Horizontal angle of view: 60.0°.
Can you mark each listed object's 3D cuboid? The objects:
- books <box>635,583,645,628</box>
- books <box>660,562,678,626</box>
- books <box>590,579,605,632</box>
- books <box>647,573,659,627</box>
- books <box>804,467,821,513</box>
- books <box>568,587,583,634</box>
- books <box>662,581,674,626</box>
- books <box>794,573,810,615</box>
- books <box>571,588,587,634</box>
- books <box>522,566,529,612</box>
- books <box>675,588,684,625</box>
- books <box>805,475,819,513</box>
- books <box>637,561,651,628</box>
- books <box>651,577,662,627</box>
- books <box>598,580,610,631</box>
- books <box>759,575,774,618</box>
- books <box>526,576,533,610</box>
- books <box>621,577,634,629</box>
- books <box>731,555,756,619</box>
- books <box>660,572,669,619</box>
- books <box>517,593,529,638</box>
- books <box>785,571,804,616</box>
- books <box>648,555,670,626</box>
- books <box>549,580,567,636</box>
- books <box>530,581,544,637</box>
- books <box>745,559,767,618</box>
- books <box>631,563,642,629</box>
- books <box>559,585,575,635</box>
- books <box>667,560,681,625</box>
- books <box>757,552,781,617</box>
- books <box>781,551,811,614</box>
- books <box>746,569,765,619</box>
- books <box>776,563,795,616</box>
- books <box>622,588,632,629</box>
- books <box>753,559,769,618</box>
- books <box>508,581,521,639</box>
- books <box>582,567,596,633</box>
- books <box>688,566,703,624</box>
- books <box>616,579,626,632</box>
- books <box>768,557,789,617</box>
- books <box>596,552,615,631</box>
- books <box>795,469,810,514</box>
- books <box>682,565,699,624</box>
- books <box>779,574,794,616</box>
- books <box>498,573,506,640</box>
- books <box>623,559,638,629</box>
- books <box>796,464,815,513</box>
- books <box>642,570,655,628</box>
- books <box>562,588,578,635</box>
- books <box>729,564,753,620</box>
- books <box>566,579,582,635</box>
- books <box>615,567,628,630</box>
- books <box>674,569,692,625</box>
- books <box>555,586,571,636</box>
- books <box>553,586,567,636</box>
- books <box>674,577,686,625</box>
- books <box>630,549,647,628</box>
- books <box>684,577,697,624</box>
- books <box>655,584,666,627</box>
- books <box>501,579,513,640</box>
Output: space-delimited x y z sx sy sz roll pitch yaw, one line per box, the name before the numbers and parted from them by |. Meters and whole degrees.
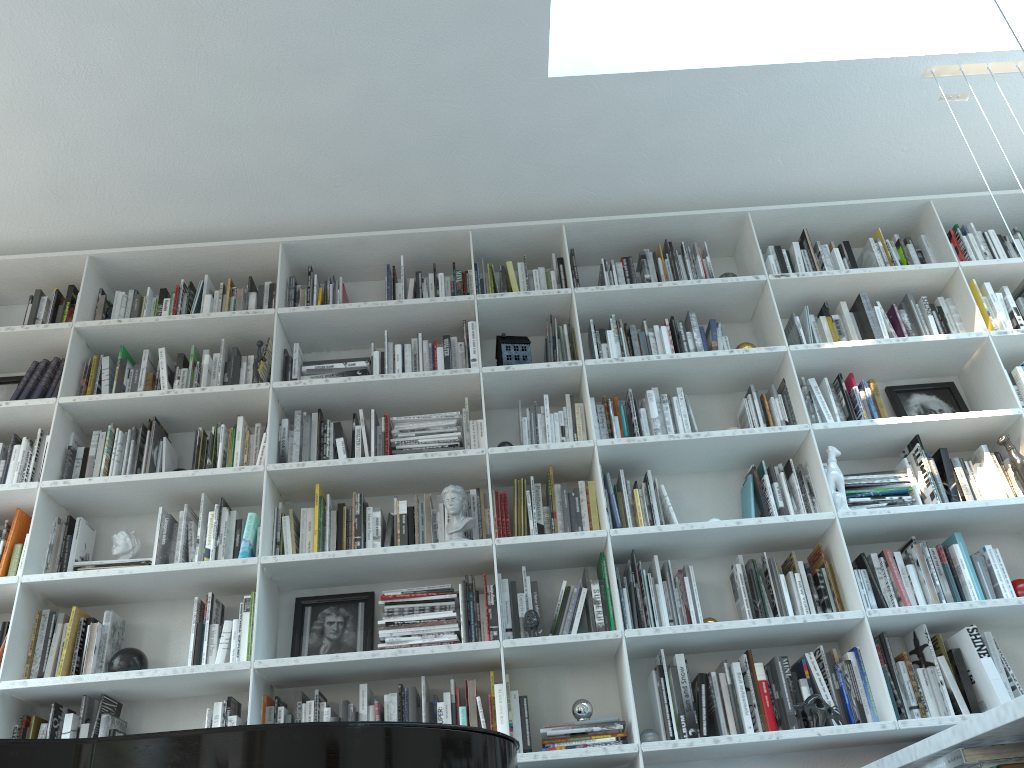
books | 0.467 0.859 3.270 0.013 0.203 0.154 -4 -31 -2
books | 0.578 0.818 3.281 0.012 0.265 0.184 -4 -31 -2
books | 0.310 0.852 3.252 0.029 0.222 0.172 -4 -31 -2
books | 0.509 0.835 3.258 0.011 0.225 0.189 -4 -31 -2
books | 1.173 0.469 3.484 0.010 0.244 0.159 -4 -31 -2
books | 0.225 0.878 3.269 0.090 0.214 0.140 -4 -31 -2
books | 0.568 0.853 3.274 0.013 0.202 0.168 -4 -31 -2
books | 1.049 0.817 3.273 0.019 0.182 0.191 -4 -31 -2
books | 0.239 0.876 3.257 0.091 0.204 0.170 -4 -31 -2
books | 0.056 0.843 3.277 0.013 0.305 0.142 -4 -31 -2
books | 0.611 0.861 3.272 0.013 0.178 0.141 -4 -31 -2
books | 1.158 0.489 3.483 0.023 0.211 0.165 -4 -31 -2
books | 0.486 0.816 3.279 0.005 0.282 0.160 -4 -31 -2
books | 0.521 0.844 3.267 0.013 0.217 0.161 -4 -31 -2
books | 0.335 0.855 3.263 0.021 0.225 0.149 -4 -31 -2
books | 0.935 0.832 3.305 0.031 0.207 0.123 -4 -31 -2
books | 0.070 0.864 3.276 0.012 0.264 0.158 -4 -31 -2
books | 0.429 0.851 3.285 0.011 0.238 0.137 -4 -31 -2
books | 0.870 0.800 3.319 0.016 0.288 0.132 -4 -31 -2
books | 0.557 0.836 3.287 0.007 0.245 0.154 -4 -31 -2
books | 0.040 0.885 3.234 0.027 0.191 0.183 -4 -31 -2
books | 1.032 0.816 3.280 0.015 0.194 0.176 -4 -31 -2
books | 0.544 0.805 3.283 0.014 0.295 0.176 -4 -31 -2
books | 0.161 0.862 3.246 0.095 0.227 0.191 -4 -31 -2
books | 0.094 0.870 3.272 0.035 0.247 0.141 -4 -31 -2
books | 0.902 0.802 3.301 0.015 0.261 0.150 -4 -31 -2
books | 0.454 0.823 3.283 0.006 0.280 0.156 -4 -31 -2
books | 0.194 0.874 3.268 0.095 0.225 0.145 -4 -31 -2
books | 0.597 0.818 3.300 0.006 0.283 0.160 -4 -31 -2
books | 0.957 0.791 3.314 0.007 0.283 0.160 -4 -31 -2
books | 1.058 0.780 3.300 0.006 0.272 0.174 -4 -31 -2
books | 0.888 0.815 3.277 0.016 0.214 0.178 -4 -31 -2
books | 1.008 0.807 3.308 0.030 0.243 0.136 -4 -31 -2
books | 0.418 0.869 3.264 0.015 0.187 0.169 -4 -31 -2
books | 0.914 0.802 3.300 0.008 0.257 0.159 -4 -31 -2
books | 0.010 0.872 3.266 0.028 0.251 0.143 -4 -31 -2
books | 0.286 0.838 3.285 0.013 0.284 0.139 -4 -31 -2
books | 0.671 0.823 3.288 0.013 0.250 0.173 -4 -31 -2
books | 0.394 0.853 3.269 0.012 0.225 0.148 -4 -31 -2
books | 0.971 0.791 3.283 0.018 0.249 0.185 -4 -31 -2
books | 0.348 0.810 3.287 0.014 0.323 0.184 -4 -31 -2
books | 1.127 0.479 3.492 0.013 0.243 0.159 -4 -31 -2
books | 0.658 0.819 3.289 0.014 0.259 0.142 -4 -31 -2
books | 0.992 0.819 3.266 0.018 0.181 0.183 -4 -31 -2
books | -0.035 0.863 3.276 0.012 0.283 0.160 -4 -31 -2
books | 0.442 0.819 3.288 0.018 0.293 0.178 -4 -31 -2
books | 1.139 0.465 3.480 0.011 0.251 0.170 -4 -31 -2
books | 0.496 0.832 3.272 0.013 0.247 0.166 -4 -31 -2
books | 0.206 0.877 3.260 0.090 0.211 0.144 -4 -31 -2
books | 0.854 0.810 3.297 0.019 0.250 0.131 -4 -31 -2
books | 0.220 0.862 3.267 0.094 0.237 0.150 -4 -31 -2
books | 0.403 0.831 3.275 0.010 0.265 0.158 -4 -31 -2
books | 0.630 0.830 3.281 0.015 0.237 0.177 -4 -31 -2
books | 0.179 0.871 3.245 0.089 0.209 0.176 -4 -31 -2
books | 0.171 0.874 3.260 0.088 0.218 0.139 -4 -31 -2
books | 0.619 0.843 3.285 0.008 0.221 0.134 -4 -31 -2
books | 0.471 0.805 3.314 0.007 0.340 0.150 -4 -31 -2
books | 0.646 0.841 3.271 0.014 0.206 0.181 -4 -31 -2
books | 0.536 0.854 3.255 0.013 0.185 0.185 -4 -31 -2
books | -0.016 0.871 3.271 0.024 0.262 0.155 -4 -31 -2
